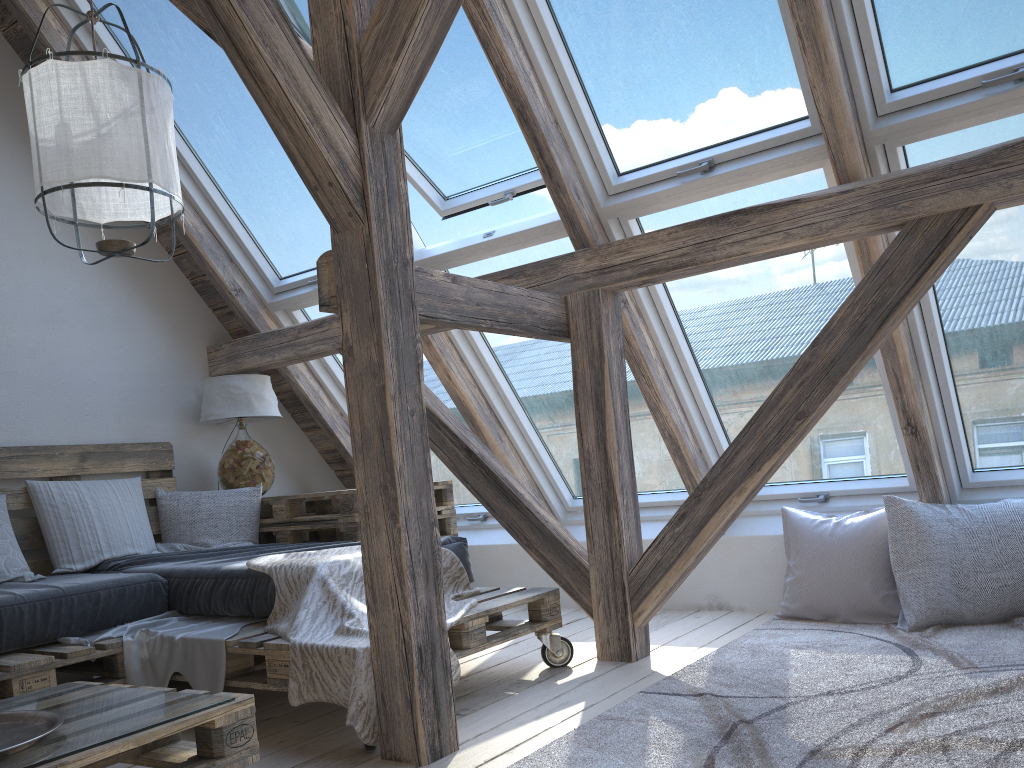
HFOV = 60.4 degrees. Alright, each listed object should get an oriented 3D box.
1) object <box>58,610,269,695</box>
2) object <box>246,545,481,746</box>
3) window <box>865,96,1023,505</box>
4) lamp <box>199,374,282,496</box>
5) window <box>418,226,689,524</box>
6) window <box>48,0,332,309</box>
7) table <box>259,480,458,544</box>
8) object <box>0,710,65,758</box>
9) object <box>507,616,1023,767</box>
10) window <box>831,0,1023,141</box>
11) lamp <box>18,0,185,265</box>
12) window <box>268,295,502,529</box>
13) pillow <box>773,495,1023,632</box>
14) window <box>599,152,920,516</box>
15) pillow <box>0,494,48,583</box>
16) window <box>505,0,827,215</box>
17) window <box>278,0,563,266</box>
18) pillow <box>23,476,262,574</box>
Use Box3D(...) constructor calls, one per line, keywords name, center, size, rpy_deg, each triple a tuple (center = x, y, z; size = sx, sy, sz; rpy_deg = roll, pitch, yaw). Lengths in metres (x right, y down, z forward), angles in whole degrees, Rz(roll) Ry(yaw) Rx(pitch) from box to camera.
Box3D(name="object", center=(-1.109, 0.932, 3.003), size=(0.711, 0.277, 0.505), rpy_deg=(-7, -4, 20))
Box3D(name="object", center=(-0.339, 0.755, 2.775), size=(0.807, 0.473, 1.017), rpy_deg=(-4, -5, -25))
Box3D(name="window", center=(1.769, -0.222, 2.863), size=(0.860, 1.276, 1.091), rpy_deg=(-6, -2, 35))
Box3D(name="lamp", center=(-1.472, 0.641, 4.348), size=(0.826, 1.285, 0.387), rpy_deg=(-6, 1, 21))
Box3D(name="window", center=(0.275, 0.023, 3.931), size=(0.860, 1.276, 1.091), rpy_deg=(-6, -2, 35))
Box3D(name="window", center=(-1.156, -1.068, 3.625), size=(0.860, 1.276, 1.091), rpy_deg=(-6, -2, 35))
Box3D(name="table", center=(-0.849, 0.875, 4.318), size=(1.023, 0.701, 0.672), rpy_deg=(-8, -3, 35))
Box3D(name="object", center=(-1.050, 0.672, 1.635), size=(0.393, 0.021, 0.398), rpy_deg=(-1, -7, -35))
Box3D(name="object", center=(1.805, 0.714, 1.941), size=(3.209, 0.056, 2.182), rpy_deg=(-9, -7, 35))
Box3D(name="window", center=(1.084, -1.436, 2.021), size=(0.860, 1.276, 1.091), rpy_deg=(-6, -2, 35))
Box3D(name="lamp", center=(-1.231, -1.132, 2.565), size=(0.399, 1.517, 0.408), rpy_deg=(-6, 1, -14))
Box3D(name="window", center=(-0.472, 0.146, 4.466), size=(0.860, 1.276, 1.091), rpy_deg=(-6, -2, 35))
Box3D(name="pillow", center=(1.541, 0.673, 3.330), size=(1.139, 0.524, 0.433), rpy_deg=(-8, -2, 28))
Box3D(name="window", center=(1.022, -0.099, 3.397), size=(0.860, 1.276, 1.091), rpy_deg=(-6, -2, 35))
Box3D(name="pillow", center=(-2.187, 0.561, 2.951), size=(0.353, 0.354, 1.127), rpy_deg=(-7, -5, 35))
Box3D(name="window", center=(0.337, -1.313, 2.556), size=(0.860, 1.276, 1.091), rpy_deg=(-6, -2, 35))
Box3D(name="window", center=(-0.383, -1.189, 3.128), size=(0.860, 1.275, 1.345), rpy_deg=(-6, -2, 35))
Box3D(name="pillow", center=(-1.580, 0.581, 3.864), size=(0.964, 0.399, 0.389), rpy_deg=(-2, -4, -38))
